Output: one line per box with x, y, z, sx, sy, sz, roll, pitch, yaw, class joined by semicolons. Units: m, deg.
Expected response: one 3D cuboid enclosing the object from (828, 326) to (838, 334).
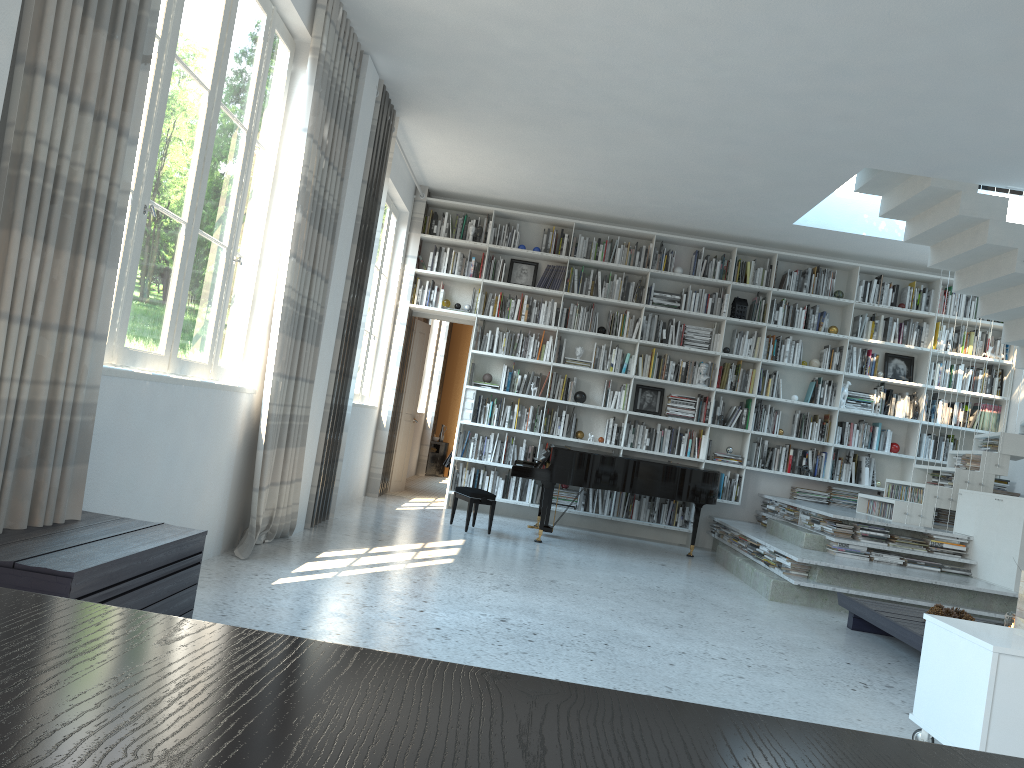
3.306;-0.549;9.129;0.100;0.101;0.100;10;-2;-21;object

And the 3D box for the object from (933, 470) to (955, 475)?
3.980;0.819;8.150;0.161;0.025;0.174;9;-3;6;object

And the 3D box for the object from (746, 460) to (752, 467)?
2.438;0.816;9.161;0.071;0.072;0.071;11;-3;-40;object

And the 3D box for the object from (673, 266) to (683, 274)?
1.729;-1.171;9.231;0.105;0.106;0.104;10;-2;-21;object

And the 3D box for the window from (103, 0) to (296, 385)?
-15.575;-10.258;14.058;32.797;18.532;18.543;9;-2;5;window

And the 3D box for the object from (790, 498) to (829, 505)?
3.059;1.211;9.150;0.346;0.007;0.193;9;-3;-3;object

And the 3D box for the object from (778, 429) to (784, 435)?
2.773;0.500;9.171;0.071;0.072;0.071;11;-3;-40;object

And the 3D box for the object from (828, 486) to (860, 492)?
3.421;1.081;9.149;0.285;0.005;0.159;9;-3;7;object

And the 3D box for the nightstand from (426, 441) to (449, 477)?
-1.316;1.105;13.481;0.650;0.518;0.431;9;-2;4;nightstand

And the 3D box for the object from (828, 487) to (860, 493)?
3.420;1.092;9.160;0.285;0.005;0.159;9;-3;2;object

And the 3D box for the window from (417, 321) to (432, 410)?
-1.235;-0.620;11.972;0.073;2.008;1.984;9;-2;2;window

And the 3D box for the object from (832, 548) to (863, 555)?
2.637;1.317;6.987;0.204;0.004;0.140;9;-3;5;object

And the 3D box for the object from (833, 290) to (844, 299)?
3.363;-0.913;9.135;0.104;0.105;0.104;11;-3;-40;object

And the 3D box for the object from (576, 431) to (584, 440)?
0.704;0.531;9.221;0.091;0.092;0.091;10;-2;-21;object

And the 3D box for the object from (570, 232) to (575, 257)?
0.626;-1.435;9.312;0.012;0.285;0.159;9;-2;2;object

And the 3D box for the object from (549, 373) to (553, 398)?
0.405;0.025;9.273;0.012;0.270;0.130;9;-2;2;object

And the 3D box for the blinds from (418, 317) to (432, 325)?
-1.142;-0.370;10.612;0.140;3.229;0.776;9;-2;2;blinds

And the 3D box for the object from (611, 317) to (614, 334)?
1.042;-0.597;9.278;0.010;0.225;0.142;9;-2;2;object

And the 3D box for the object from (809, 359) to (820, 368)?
3.139;-0.206;9.201;0.112;0.113;0.111;10;-2;-21;object

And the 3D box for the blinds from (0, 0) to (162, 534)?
-1.285;-0.787;2.634;0.132;3.260;0.722;9;-2;1;blinds

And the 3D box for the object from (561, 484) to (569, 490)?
0.550;1.046;9.178;0.086;0.087;0.086;10;-2;-21;object

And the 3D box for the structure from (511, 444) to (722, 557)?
0.932;1.062;8.087;1.918;0.832;1.335;9;-2;2;structure

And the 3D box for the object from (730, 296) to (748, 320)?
2.350;-0.775;9.172;0.135;0.248;0.135;9;-2;-8;object

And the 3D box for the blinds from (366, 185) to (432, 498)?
-1.166;-0.429;9.434;0.140;3.229;0.776;9;-2;2;blinds

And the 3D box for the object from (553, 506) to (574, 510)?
0.517;1.277;9.205;0.254;0.007;0.161;9;-3;5;object

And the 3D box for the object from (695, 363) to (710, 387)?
1.959;-0.093;9.091;0.137;0.244;0.138;10;-3;-33;object

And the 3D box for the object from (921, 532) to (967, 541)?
3.451;1.204;7.081;0.284;0.030;0.177;9;-3;2;object

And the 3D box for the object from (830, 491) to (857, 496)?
3.411;1.129;9.158;0.254;0.006;0.161;9;-3;2;object

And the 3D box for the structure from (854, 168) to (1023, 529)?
3.730;-0.145;7.388;2.613;3.380;1.955;9;-2;2;structure

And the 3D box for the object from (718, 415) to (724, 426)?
2.132;0.370;9.045;0.054;0.113;0.079;9;-2;0;object

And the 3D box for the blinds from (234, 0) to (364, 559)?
-1.242;-0.654;5.314;0.183;3.260;1.026;9;-2;1;blinds

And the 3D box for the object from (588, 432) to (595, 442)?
0.821;0.546;9.152;0.060;0.095;0.078;8;-2;18;object

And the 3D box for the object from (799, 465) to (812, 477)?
2.978;0.876;9.000;0.160;0.114;0.064;10;-2;-11;object

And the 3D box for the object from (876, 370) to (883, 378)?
3.786;-0.095;9.156;0.092;0.092;0.091;11;-3;-40;object

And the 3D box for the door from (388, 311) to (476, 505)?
-0.921;0.265;9.828;0.834;1.980;0.786;9;-2;2;door

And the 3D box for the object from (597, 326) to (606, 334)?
0.932;-0.551;9.228;0.097;0.098;0.097;11;-3;-40;object

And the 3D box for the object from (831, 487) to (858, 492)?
3.421;1.086;9.158;0.254;0.006;0.161;9;-3;3;object

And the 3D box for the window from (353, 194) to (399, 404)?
-1.316;-0.819;8.008;0.073;2.008;1.984;9;-2;2;window

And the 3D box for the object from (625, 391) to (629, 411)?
1.194;0.178;9.255;0.017;0.216;0.103;9;-2;2;object

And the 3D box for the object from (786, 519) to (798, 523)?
2.660;1.278;8.218;0.145;0.010;0.266;9;-3;-2;object

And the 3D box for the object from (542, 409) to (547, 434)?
0.334;0.391;9.249;0.012;0.254;0.161;9;-2;2;object

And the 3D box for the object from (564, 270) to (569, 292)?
0.566;-1.057;9.298;0.012;0.254;0.161;9;-2;2;object

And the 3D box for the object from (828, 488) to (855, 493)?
3.418;1.103;9.159;0.254;0.006;0.161;9;-3;2;object

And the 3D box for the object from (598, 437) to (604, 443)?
0.923;0.579;9.172;0.061;0.062;0.061;11;-3;-40;object

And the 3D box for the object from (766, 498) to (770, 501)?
2.709;1.197;9.104;0.131;0.024;0.290;9;-3;4;object

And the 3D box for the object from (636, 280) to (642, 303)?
1.312;-0.946;9.133;0.075;0.254;0.075;10;-2;-20;object

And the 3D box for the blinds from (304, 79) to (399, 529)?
-1.223;-0.569;6.644;0.140;3.229;0.776;9;-2;2;blinds

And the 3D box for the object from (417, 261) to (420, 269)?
-0.988;-1.326;9.324;0.035;0.295;0.176;9;-2;2;object

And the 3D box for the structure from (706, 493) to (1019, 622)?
3.335;1.524;7.715;2.899;0.659;3.114;9;-3;2;structure

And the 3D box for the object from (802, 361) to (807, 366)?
3.021;-0.205;9.180;0.068;0.068;0.068;10;-2;-21;object

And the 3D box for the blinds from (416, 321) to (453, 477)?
-1.086;-0.231;13.402;0.140;3.229;0.776;9;-2;2;blinds

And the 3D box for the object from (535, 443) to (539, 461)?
0.255;0.739;9.257;0.017;0.290;0.089;9;-2;2;object

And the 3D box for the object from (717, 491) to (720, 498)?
2.076;1.120;9.064;0.094;0.094;0.093;11;-3;-40;object

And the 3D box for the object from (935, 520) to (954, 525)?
4.541;1.439;9.128;0.367;0.007;0.206;9;-3;12;object

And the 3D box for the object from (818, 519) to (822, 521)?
2.666;1.155;7.479;0.142;0.006;0.203;9;-3;0;object

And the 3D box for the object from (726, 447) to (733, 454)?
2.231;0.677;9.091;0.071;0.072;0.071;11;-3;-40;object

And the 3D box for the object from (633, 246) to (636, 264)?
1.269;-1.314;9.291;0.010;0.246;0.157;9;-2;2;object

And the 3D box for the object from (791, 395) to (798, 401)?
2.916;0.148;9.146;0.071;0.072;0.071;11;-3;-40;object

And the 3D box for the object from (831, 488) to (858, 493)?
3.419;1.097;9.159;0.254;0.006;0.161;9;-3;2;object

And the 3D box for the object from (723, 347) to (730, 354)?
2.209;-0.344;9.130;0.071;0.072;0.071;11;-3;-40;object
